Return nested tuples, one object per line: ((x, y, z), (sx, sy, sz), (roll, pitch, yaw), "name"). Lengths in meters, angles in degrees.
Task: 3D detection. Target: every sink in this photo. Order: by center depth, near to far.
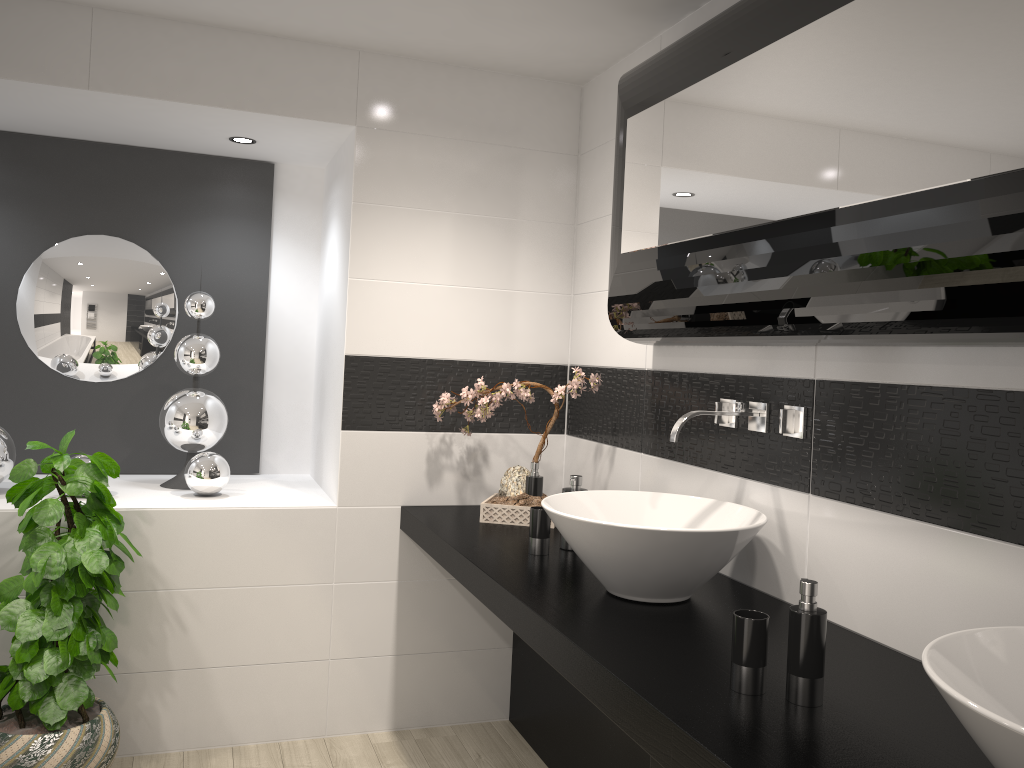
((0.776, 0.470, 1.024), (0.559, 0.212, 0.560), (2, 2, -41), "sink")
((0.348, 0.416, 2.229), (0.560, 0.212, 0.559), (3, 1, 24), "sink")

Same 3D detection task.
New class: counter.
((0.533, 0.594, 1.626), (0.655, 0.084, 3.847), (2, 2, -20), "counter")

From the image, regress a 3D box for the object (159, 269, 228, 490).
((-1.269, -0.041, 3.565), (0.260, 0.897, 0.261), (3, 0, -7), "object")

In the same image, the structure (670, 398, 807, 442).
((0.534, 0.098, 2.290), (0.259, 0.108, 0.367), (2, 2, -20), "structure")

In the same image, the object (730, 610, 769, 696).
((0.426, 0.480, 1.590), (0.063, 0.134, 0.063), (3, 0, 15), "object")

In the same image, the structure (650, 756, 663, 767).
((0.455, 1.017, 1.513), (0.464, 0.762, 0.126), (3, 0, -20), "structure")

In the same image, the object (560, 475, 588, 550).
((0.190, 0.392, 2.719), (0.079, 0.220, 0.079), (3, 0, -30), "object")

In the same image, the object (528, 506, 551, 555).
((0.082, 0.435, 2.629), (0.063, 0.134, 0.063), (3, 0, 15), "object")

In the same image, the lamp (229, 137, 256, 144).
((-1.083, -0.979, 3.565), (0.106, 0.004, 0.105), (4, 2, 37), "lamp")

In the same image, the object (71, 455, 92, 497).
((-1.544, 0.329, 3.190), (0.150, 0.150, 0.150), (3, 1, -6), "object")

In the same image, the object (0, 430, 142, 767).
((-1.402, 0.707, 2.716), (0.419, 1.131, 0.438), (3, 0, 21), "object")

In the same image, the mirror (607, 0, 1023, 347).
((0.800, -0.525, 1.630), (0.258, 0.901, 2.616), (3, 1, -20), "mirror")

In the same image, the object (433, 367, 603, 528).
((0.008, 0.206, 3.192), (0.628, 0.560, 0.260), (3, 0, 10), "object")

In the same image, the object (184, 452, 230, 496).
((-1.147, 0.338, 3.339), (0.163, 0.163, 0.163), (3, 1, -6), "object")

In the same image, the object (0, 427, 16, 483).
((-1.915, 0.257, 3.154), (0.260, 0.261, 0.261), (3, 1, -7), "object")

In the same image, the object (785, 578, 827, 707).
((0.515, 0.449, 1.548), (0.063, 0.208, 0.063), (3, 0, -40), "object")

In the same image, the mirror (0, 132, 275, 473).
((-1.727, -0.316, 3.706), (1.360, 1.382, 0.078), (3, 0, -20), "mirror")
